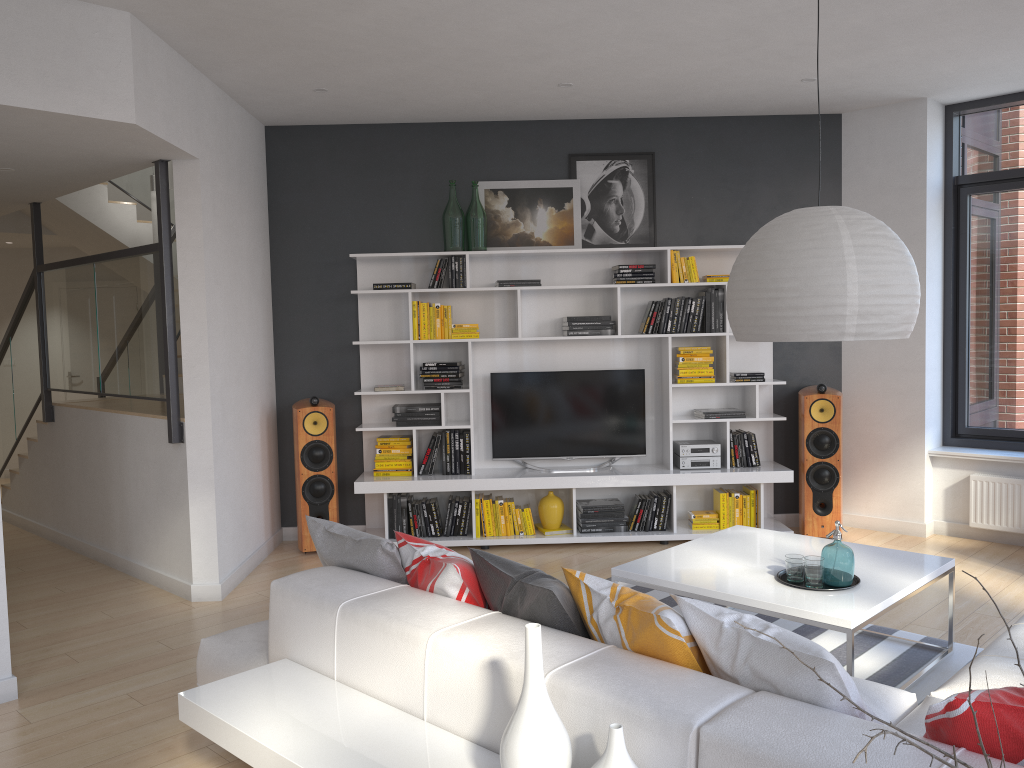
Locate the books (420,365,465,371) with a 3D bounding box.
[{"bbox_3d":[-0.492,-0.116,6.302,0.284,0.030,0.214,-1,4,8],"label":"books"}]

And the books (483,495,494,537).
[{"bbox_3d":[-0.164,0.924,6.243,0.066,0.258,0.198,-1,4,-1],"label":"books"}]

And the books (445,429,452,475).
[{"bbox_3d":[-0.448,0.477,6.325,0.034,0.314,0.237,-1,4,-1],"label":"books"}]

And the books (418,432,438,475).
[{"bbox_3d":[-0.597,0.494,6.335,0.142,0.284,0.232,-1,4,-1],"label":"books"}]

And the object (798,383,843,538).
[{"bbox_3d":[2.185,0.527,6.296,0.290,1.088,0.434,0,4,14],"label":"object"}]

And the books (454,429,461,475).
[{"bbox_3d":[-0.386,0.475,6.329,0.034,0.315,0.239,-1,4,-1],"label":"books"}]

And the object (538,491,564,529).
[{"bbox_3d":[0.276,0.884,6.243,0.185,0.257,0.185,-3,4,-23],"label":"object"}]

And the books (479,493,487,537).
[{"bbox_3d":[-0.200,0.919,6.236,0.048,0.271,0.213,-1,4,-1],"label":"books"}]

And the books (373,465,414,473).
[{"bbox_3d":[-0.835,0.601,6.334,0.269,0.025,0.213,-1,4,2],"label":"books"}]

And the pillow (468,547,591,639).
[{"bbox_3d":[0.671,0.743,2.139,2.120,0.436,0.608,2,5,40],"label":"pillow"}]

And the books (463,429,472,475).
[{"bbox_3d":[-0.312,0.482,6.326,0.051,0.297,0.230,-1,4,-1],"label":"books"}]

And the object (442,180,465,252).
[{"bbox_3d":[-0.409,-1.169,6.191,0.157,0.507,0.157,-1,4,13],"label":"object"}]

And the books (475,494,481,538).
[{"bbox_3d":[-0.239,0.921,6.215,0.029,0.270,0.204,-1,4,-1],"label":"books"}]

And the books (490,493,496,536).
[{"bbox_3d":[-0.134,0.920,6.242,0.038,0.267,0.202,-1,4,0],"label":"books"}]

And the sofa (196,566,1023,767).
[{"bbox_3d":[0.944,0.949,3.027,3.424,0.732,2.614,2,5,44],"label":"sofa"}]

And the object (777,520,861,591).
[{"bbox_3d":[1.269,0.685,3.679,0.330,0.265,0.330,-3,4,-22],"label":"object"}]

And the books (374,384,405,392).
[{"bbox_3d":[-0.866,0.027,6.276,0.209,0.030,0.266,-2,4,-7],"label":"books"}]

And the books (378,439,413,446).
[{"bbox_3d":[-0.826,0.415,6.336,0.234,0.024,0.171,-1,4,3],"label":"books"}]

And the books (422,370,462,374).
[{"bbox_3d":[-0.496,-0.089,6.284,0.264,0.020,0.189,-1,4,3],"label":"books"}]

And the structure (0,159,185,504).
[{"bbox_3d":[-2.436,-1.076,7.376,4.190,4.339,2.823,2,5,44],"label":"structure"}]

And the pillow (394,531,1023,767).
[{"bbox_3d":[0.432,0.760,2.363,2.250,0.449,0.575,2,5,42],"label":"pillow"}]

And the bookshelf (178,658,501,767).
[{"bbox_3d":[0.097,1.166,1.794,2.600,0.500,0.356,2,5,44],"label":"bookshelf"}]

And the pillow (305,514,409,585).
[{"bbox_3d":[0.593,0.706,2.665,2.953,0.453,0.647,1,4,32],"label":"pillow"}]

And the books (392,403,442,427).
[{"bbox_3d":[-0.673,0.218,6.323,0.343,0.137,0.277,-1,4,-1],"label":"books"}]

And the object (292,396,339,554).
[{"bbox_3d":[-1.386,0.615,6.261,0.290,1.088,0.434,-2,4,-16],"label":"object"}]

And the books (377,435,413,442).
[{"bbox_3d":[-0.837,0.389,6.358,0.234,0.024,0.171,-1,4,3],"label":"books"}]

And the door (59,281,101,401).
[{"bbox_3d":[-4.457,-0.050,9.677,0.974,2.136,0.085,-1,4,-1],"label":"door"}]

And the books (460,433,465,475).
[{"bbox_3d":[-0.352,0.494,6.324,0.028,0.272,0.200,-1,4,-1],"label":"books"}]

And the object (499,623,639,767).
[{"bbox_3d":[0.103,0.714,1.830,0.319,0.398,0.316,-3,4,-22],"label":"object"}]

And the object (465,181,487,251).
[{"bbox_3d":[-0.254,-1.176,6.250,0.157,0.507,0.157,-1,4,13],"label":"object"}]

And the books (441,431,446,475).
[{"bbox_3d":[-0.480,0.486,6.320,0.028,0.301,0.213,-1,4,-1],"label":"books"}]

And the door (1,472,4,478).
[{"bbox_3d":[-6.103,-0.010,9.659,1.031,2.136,0.085,-1,4,-1],"label":"door"}]

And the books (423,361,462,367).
[{"bbox_3d":[-0.491,-0.142,6.273,0.246,0.026,0.180,-1,4,7],"label":"books"}]

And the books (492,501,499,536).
[{"bbox_3d":[-0.115,0.940,6.226,0.042,0.230,0.156,-2,4,-2],"label":"books"}]

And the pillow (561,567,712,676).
[{"bbox_3d":[1.189,0.730,2.383,2.095,0.440,0.630,-1,4,1],"label":"pillow"}]

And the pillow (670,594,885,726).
[{"bbox_3d":[1.505,0.702,2.422,2.156,0.456,0.580,-3,4,-20],"label":"pillow"}]

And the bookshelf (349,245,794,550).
[{"bbox_3d":[0.410,0.091,6.236,3.000,2.052,0.455,-1,4,-1],"label":"bookshelf"}]

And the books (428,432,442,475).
[{"bbox_3d":[-0.545,0.491,6.318,0.100,0.289,0.210,-1,4,-2],"label":"books"}]

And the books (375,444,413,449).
[{"bbox_3d":[-0.834,0.439,6.341,0.238,0.023,0.167,0,4,15],"label":"books"}]

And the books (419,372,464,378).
[{"bbox_3d":[-0.494,-0.064,6.282,0.284,0.030,0.214,-1,4,8],"label":"books"}]

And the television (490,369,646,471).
[{"bbox_3d":[0.405,0.257,6.357,1.102,0.704,0.207,-1,4,-1],"label":"television"}]

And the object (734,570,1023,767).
[{"bbox_3d":[0.658,0.570,1.164,0.607,0.744,0.406,-2,4,-6],"label":"object"}]

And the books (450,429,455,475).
[{"bbox_3d":[-0.416,0.470,6.329,0.026,0.326,0.237,-1,4,-1],"label":"books"}]

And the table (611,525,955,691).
[{"bbox_3d":[1.218,1.018,3.974,1.091,0.435,1.091,2,5,44],"label":"table"}]

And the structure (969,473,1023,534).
[{"bbox_3d":[3.648,0.857,5.512,1.474,0.460,0.110,2,5,44],"label":"structure"}]

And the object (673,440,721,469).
[{"bbox_3d":[1.315,0.503,6.324,0.285,0.174,0.270,-1,4,-1],"label":"object"}]
